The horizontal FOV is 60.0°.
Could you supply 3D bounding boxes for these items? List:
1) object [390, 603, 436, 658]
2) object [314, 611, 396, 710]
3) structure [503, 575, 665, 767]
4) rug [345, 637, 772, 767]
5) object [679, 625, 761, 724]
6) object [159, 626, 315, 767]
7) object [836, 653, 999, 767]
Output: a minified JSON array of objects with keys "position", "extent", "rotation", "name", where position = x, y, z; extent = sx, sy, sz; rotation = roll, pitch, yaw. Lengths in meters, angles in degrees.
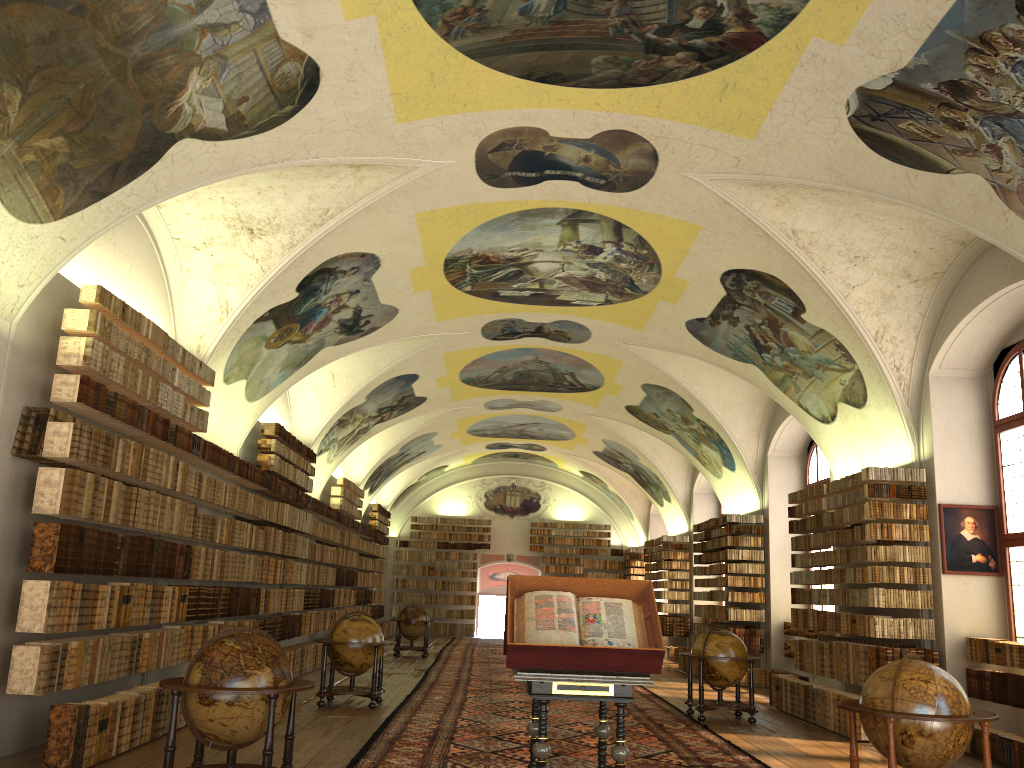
[{"position":[-2.776,6.871,24.797],"extent":[1.281,1.442,1.282],"rotation":[-9,-17,40],"name":"object"},{"position":[-2.510,4.353,14.101],"extent":[1.280,1.442,1.283],"rotation":[-7,-16,36],"name":"object"},{"position":[0.546,2.720,7.810],"extent":[1.245,1.973,1.899],"rotation":[3,-13,-1],"name":"structure"},{"position":[0.423,5.937,17.370],"extent":[4.704,0.064,37.061],"rotation":[3,-13,-1],"name":"rug"},{"position":[3.327,4.610,14.188],"extent":[1.282,1.442,1.281],"rotation":[12,-16,-37],"name":"object"},{"position":[-2.351,2.811,7.549],"extent":[1.282,1.442,1.281],"rotation":[12,-16,-37],"name":"object"},{"position":[3.484,3.068,7.636],"extent":[1.280,1.442,1.283],"rotation":[-7,-16,36],"name":"object"}]
